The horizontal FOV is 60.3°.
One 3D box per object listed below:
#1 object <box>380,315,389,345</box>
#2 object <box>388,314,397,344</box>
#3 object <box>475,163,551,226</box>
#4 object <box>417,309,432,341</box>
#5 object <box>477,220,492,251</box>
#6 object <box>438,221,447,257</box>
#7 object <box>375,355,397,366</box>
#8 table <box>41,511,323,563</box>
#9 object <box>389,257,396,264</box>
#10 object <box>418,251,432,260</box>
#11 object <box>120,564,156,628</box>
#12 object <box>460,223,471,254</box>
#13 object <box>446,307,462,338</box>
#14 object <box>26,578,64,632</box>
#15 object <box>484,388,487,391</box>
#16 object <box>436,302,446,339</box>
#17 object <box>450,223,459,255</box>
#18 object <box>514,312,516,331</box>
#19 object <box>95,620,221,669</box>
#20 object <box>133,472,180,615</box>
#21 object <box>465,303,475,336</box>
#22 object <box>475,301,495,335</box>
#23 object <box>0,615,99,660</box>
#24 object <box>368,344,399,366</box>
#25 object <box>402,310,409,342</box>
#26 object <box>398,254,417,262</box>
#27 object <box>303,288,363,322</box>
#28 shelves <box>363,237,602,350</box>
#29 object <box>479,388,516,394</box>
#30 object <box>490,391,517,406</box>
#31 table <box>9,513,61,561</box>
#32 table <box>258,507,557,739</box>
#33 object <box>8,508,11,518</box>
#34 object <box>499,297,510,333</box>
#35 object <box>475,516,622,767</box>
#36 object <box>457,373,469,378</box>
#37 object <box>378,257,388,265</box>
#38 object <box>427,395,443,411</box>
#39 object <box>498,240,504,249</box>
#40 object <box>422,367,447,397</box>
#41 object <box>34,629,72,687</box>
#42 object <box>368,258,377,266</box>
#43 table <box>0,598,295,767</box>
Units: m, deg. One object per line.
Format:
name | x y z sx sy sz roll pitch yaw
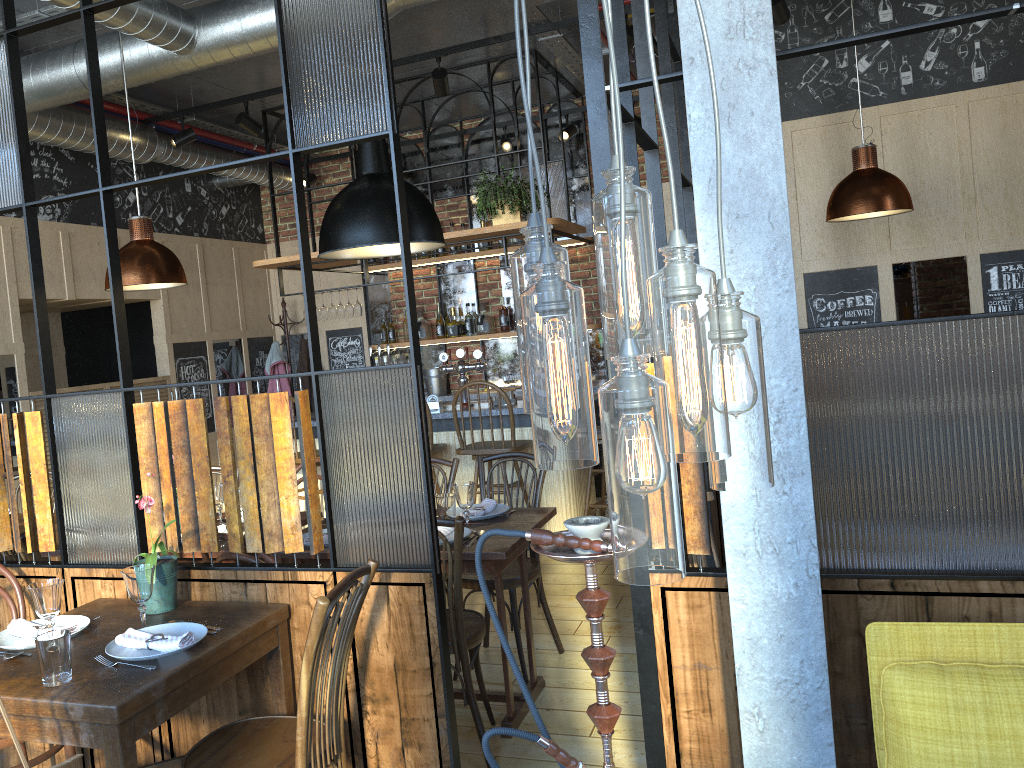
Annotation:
object | -1.145 -0.486 7.886 0.069 0.263 0.063 -4 2 42
object | -1.072 -0.492 7.857 0.067 0.263 0.065 -5 2 7
object | 0.014 -1.232 5.781 0.498 0.369 0.608 -6 3 -3
object | -0.800 -0.521 7.736 0.176 0.283 0.118 -4 2 34
object | -0.238 -1.262 7.495 0.121 0.264 0.113 -5 2 21
object | -0.621 -1.261 7.666 0.081 0.317 0.080 -5 2 1
object | -1.116 -0.102 7.852 0.267 0.302 0.083 -5 2 22
table | -1.457 1.029 4.052 1.063 0.727 0.706 -4 3 21
object | -1.077 -1.211 7.836 0.053 0.288 0.058 -7 2 -31
object | -0.766 -1.207 7.706 0.149 0.235 0.086 -4 2 26
object | -1.066 0.625 2.536 0.098 0.191 0.099 -6 2 -5
object | -0.410 -1.248 7.570 0.080 0.262 0.076 -5 2 21
object | -0.501 -0.534 7.615 0.121 0.264 0.113 -5 2 21
object | -1.295 0.652 2.467 0.095 0.191 0.101 -6 2 -23
object | -0.014 -0.088 7.425 0.507 0.287 0.085 -4 2 23
object | -0.629 -0.552 7.683 0.081 0.317 0.080 -5 2 1
object | -0.507 -1.253 7.628 0.078 0.283 0.073 -5 2 21
object | 0.047 -0.574 7.404 0.066 0.263 0.066 -5 2 1
object | -0.962 0.693 2.419 0.279 0.051 0.314 -4 4 23
object | -1.118 0.499 2.759 0.133 0.426 0.217 -7 2 -37
object | -0.369 -0.555 7.586 0.078 0.283 0.073 -5 2 21
object | -0.240 -0.562 7.512 0.176 0.283 0.118 -4 2 34
object | -1.392 0.725 2.580 0.279 0.051 0.314 -4 4 23
object | -1.121 -0.107 7.838 0.320 0.491 0.198 -5 2 21
object | -0.939 -0.513 7.794 0.053 0.288 0.058 -7 2 -31
object | -0.938 -1.219 7.778 0.176 0.283 0.118 -4 2 34
object | -1.342 -0.587 6.573 0.514 0.207 0.064 -4 2 22
shelves | -0.263 -0.768 7.743 2.187 0.745 0.585 -4 3 22
object | -0.126 0.056 7.458 0.329 0.019 0.228 -4 4 29
object | -0.060 0.099 6.112 0.177 0.091 0.091 -6 3 -3
table | -2.942 1.135 4.715 0.774 0.726 0.728 -5 3 20
table | -0.375 0.949 3.615 1.063 0.727 0.706 -4 3 21
object | -2.931 0.731 4.898 0.336 0.051 0.260 -4 4 24
object | -0.068 -0.586 7.462 0.090 0.302 0.082 -4 2 39
object | 0.096 0.551 1.296 0.265 0.703 0.166 -5 2 12
object | -0.418 -0.014 7.613 0.101 0.197 0.110 -7 3 -42
object | -1.165 -1.213 7.891 0.089 0.302 0.082 -4 2 31
object | -0.876 0.157 6.352 0.792 0.106 0.194 -4 3 22
object | -0.089 -1.272 7.445 0.068 0.263 0.064 -5 2 20
object | -0.662 -0.019 7.670 0.211 0.245 0.223 -6 3 -19
object | -1.147 0.689 2.213 0.086 0.119 0.083 -5 2 10
object | -1.266 -1.218 7.913 0.079 0.329 0.072 -4 2 44
table | -1.122 1.093 2.519 0.774 0.726 0.728 -5 3 20
